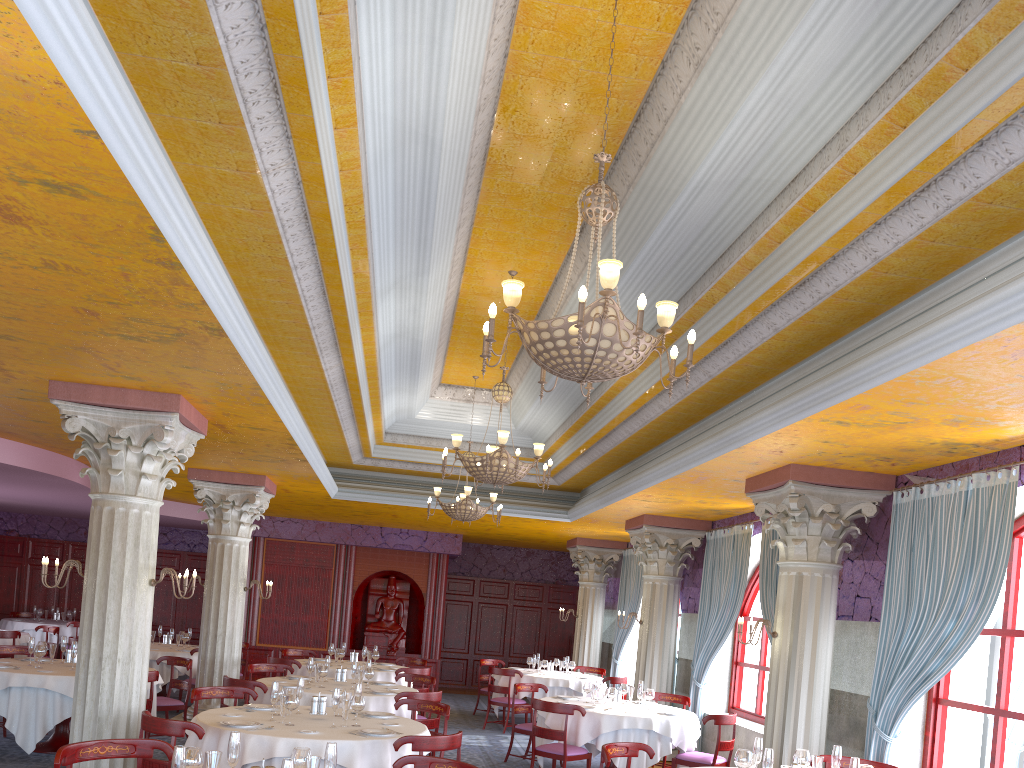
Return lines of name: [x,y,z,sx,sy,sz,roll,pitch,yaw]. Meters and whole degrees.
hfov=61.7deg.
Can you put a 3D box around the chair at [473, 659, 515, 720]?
chair: [-0.316,5.809,16.310,0.642,1.081,0.765,2,-5,38]

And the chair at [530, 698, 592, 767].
chair: [0.555,4.183,9.851,0.745,1.081,0.659,1,-5,38]

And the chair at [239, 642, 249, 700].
chair: [-5.078,5.128,15.244,0.745,1.081,0.659,1,-5,38]

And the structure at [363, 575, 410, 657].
structure: [-2.841,5.227,19.398,0.967,1.832,0.645,5,-1,-7]

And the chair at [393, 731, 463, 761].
chair: [-0.777,3.247,6.720,0.642,1.081,0.765,2,-5,38]

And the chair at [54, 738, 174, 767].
chair: [-2.291,2.673,5.022,0.642,1.081,0.765,2,-5,38]

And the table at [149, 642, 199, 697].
table: [-5.825,4.861,14.273,2.085,0.940,2.150,6,-12,-6]

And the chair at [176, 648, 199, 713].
chair: [-4.847,4.695,13.528,0.642,1.081,0.765,2,-5,38]

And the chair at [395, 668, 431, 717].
chair: [-1.630,4.839,13.041,0.642,1.081,0.765,2,-5,38]

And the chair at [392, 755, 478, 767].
chair: [-0.580,2.878,5.255,0.745,1.081,0.659,1,-5,38]

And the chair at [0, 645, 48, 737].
chair: [-6.219,3.858,10.786,0.642,1.081,0.765,2,-5,38]

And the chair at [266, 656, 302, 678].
chair: [-3.340,4.633,12.808,0.745,1.081,0.659,1,-5,38]

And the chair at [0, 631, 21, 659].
chair: [-8.190,4.393,13.449,0.642,1.081,0.765,2,-5,38]

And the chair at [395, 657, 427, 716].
chair: [-1.861,5.271,14.758,0.745,1.081,0.659,1,-5,38]

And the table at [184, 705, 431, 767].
table: [-1.756,3.413,7.465,2.085,0.940,2.150,6,-12,-6]

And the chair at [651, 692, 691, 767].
chair: [2.034,4.821,11.801,0.745,1.081,0.659,1,-5,38]

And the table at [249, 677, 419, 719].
table: [-2.165,4.176,10.498,2.085,0.940,2.150,6,-12,-6]

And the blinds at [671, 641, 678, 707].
blinds: [2.494,4.388,14.652,0.245,3.489,1.720,5,-3,-8]

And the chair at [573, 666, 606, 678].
chair: [1.395,6.015,16.543,0.745,1.081,0.659,1,-5,38]

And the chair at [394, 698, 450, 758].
chair: [-1.009,3.679,8.437,0.745,1.081,0.659,1,-5,38]

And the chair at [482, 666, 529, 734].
chair: [-0.085,5.377,14.593,0.745,1.081,0.659,1,-5,38]

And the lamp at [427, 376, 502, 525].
lamp: [-0.608,0.933,12.235,0.952,2.158,0.976,3,-3,38]

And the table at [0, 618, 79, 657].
table: [-9.986,5.652,18.612,2.085,0.940,2.150,6,-12,-6]

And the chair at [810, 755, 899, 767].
chair: [2.696,3.583,6.886,0.745,1.081,0.659,1,-5,38]

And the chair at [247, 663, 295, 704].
chair: [-3.128,4.237,11.236,0.642,1.081,0.765,2,-5,38]

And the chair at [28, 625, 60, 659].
chair: [-8.421,4.825,15.165,0.745,1.081,0.659,1,-5,38]

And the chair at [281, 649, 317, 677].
chair: [-3.572,5.065,14.525,0.642,1.081,0.765,2,-5,38]

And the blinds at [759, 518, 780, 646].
blinds: [3.122,3.216,9.995,0.245,3.489,1.720,5,-3,-8]

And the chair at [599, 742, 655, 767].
chair: [0.986,3.378,6.653,0.642,1.081,0.765,2,-5,38]

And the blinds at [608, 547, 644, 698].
blinds: [2.226,4.890,16.643,0.245,3.489,1.722,5,-3,-5]

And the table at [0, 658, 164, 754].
table: [-5.255,3.797,10.047,2.085,0.940,2.150,6,-12,-6]

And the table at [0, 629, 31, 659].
table: [-9.168,4.558,14.193,2.085,0.940,2.150,6,-12,-6]

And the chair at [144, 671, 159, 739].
chair: [-4.277,3.631,9.302,0.642,1.081,0.765,2,-5,38]

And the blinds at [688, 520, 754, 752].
blinds: [2.853,3.717,11.986,0.245,3.489,1.722,5,-3,-5]

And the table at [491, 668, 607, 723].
table: [0.648,5.748,15.571,2.085,0.940,2.150,6,-12,-6]

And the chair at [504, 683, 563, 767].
chair: [0.323,4.615,11.568,0.642,1.081,0.765,2,-5,38]

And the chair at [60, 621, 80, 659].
chair: [-9.008,5.487,17.868,0.642,1.081,0.765,2,-5,38]

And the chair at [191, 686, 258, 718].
chair: [-2.720,3.474,8.204,0.642,1.081,0.765,2,-5,38]

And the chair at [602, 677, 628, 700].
chair: [1.626,5.583,14.826,0.642,1.081,0.765,2,-5,38]

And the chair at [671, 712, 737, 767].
chair: [2.265,4.389,10.084,0.642,1.081,0.765,2,-5,38]

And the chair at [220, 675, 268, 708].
chair: [-2.897,3.805,9.520,0.745,1.081,0.659,1,-5,38]

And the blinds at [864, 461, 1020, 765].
blinds: [3.496,2.518,7.221,0.245,3.489,1.722,5,-3,-5]

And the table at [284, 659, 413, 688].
table: [-2.608,5.004,13.786,2.085,0.940,2.150,6,-12,-6]

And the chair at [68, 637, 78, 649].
chair: [-6.558,4.490,13.295,0.745,1.081,0.659,1,-5,38]

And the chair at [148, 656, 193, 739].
chair: [-4.509,4.064,11.019,0.745,1.081,0.659,1,-5,38]

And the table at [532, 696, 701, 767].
table: [1.287,4.554,10.829,2.085,0.940,2.150,6,-12,-6]

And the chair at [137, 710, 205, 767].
chair: [-2.488,3.042,6.487,0.745,1.081,0.659,1,-5,38]

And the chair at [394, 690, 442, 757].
chair: [-1.186,4.011,9.753,0.642,1.081,0.765,2,-5,38]

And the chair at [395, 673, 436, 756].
chair: [-1.418,4.443,11.470,0.745,1.081,0.659,1,-5,38]

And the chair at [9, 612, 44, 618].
chair: [-10.950,5.713,19.351,0.642,1.081,0.765,2,-5,38]
